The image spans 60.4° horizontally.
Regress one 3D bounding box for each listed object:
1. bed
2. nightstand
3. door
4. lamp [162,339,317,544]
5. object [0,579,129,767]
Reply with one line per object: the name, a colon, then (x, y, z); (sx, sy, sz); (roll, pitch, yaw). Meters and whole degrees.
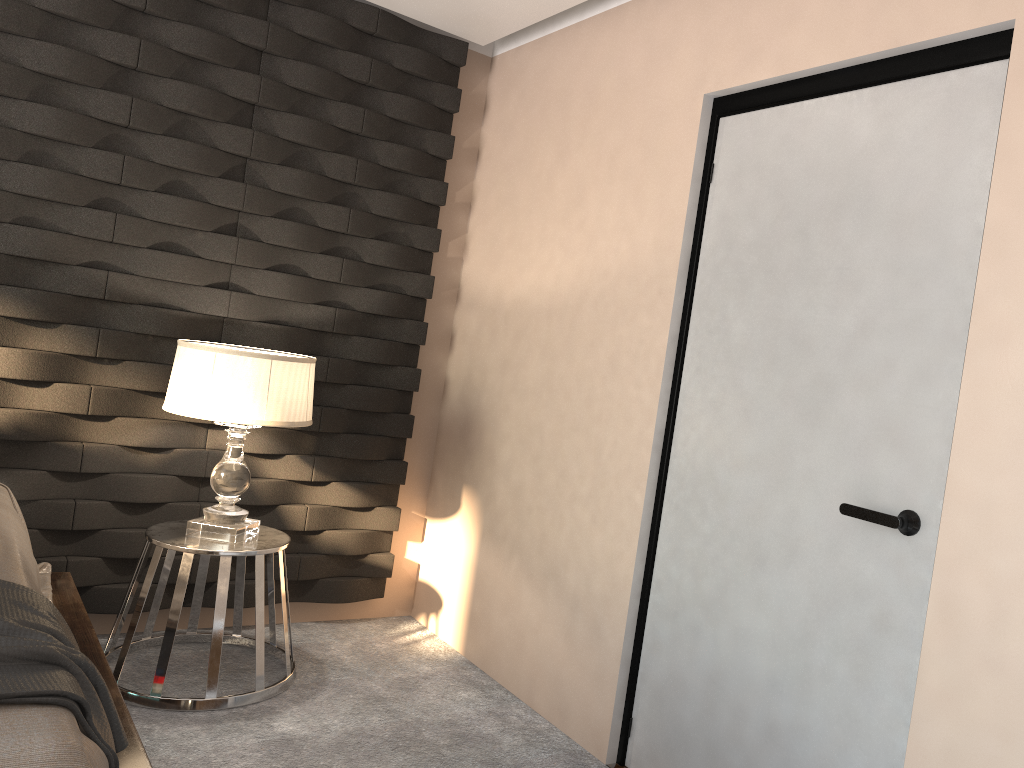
bed: (-1.855, 0.589, 1.418); (2.407, 0.624, 2.180); (7, 2, -34)
nightstand: (-1.019, 0.737, 2.954); (0.618, 0.472, 0.624); (8, 1, 4)
door: (0.753, 0.202, 2.357); (0.162, 2.093, 0.951); (8, 1, -32)
lamp: (-0.924, 0.195, 2.942); (0.452, 0.630, 0.479); (9, 1, 18)
object: (-1.596, 0.460, 1.056); (2.156, 0.322, 0.588); (7, 2, -36)
